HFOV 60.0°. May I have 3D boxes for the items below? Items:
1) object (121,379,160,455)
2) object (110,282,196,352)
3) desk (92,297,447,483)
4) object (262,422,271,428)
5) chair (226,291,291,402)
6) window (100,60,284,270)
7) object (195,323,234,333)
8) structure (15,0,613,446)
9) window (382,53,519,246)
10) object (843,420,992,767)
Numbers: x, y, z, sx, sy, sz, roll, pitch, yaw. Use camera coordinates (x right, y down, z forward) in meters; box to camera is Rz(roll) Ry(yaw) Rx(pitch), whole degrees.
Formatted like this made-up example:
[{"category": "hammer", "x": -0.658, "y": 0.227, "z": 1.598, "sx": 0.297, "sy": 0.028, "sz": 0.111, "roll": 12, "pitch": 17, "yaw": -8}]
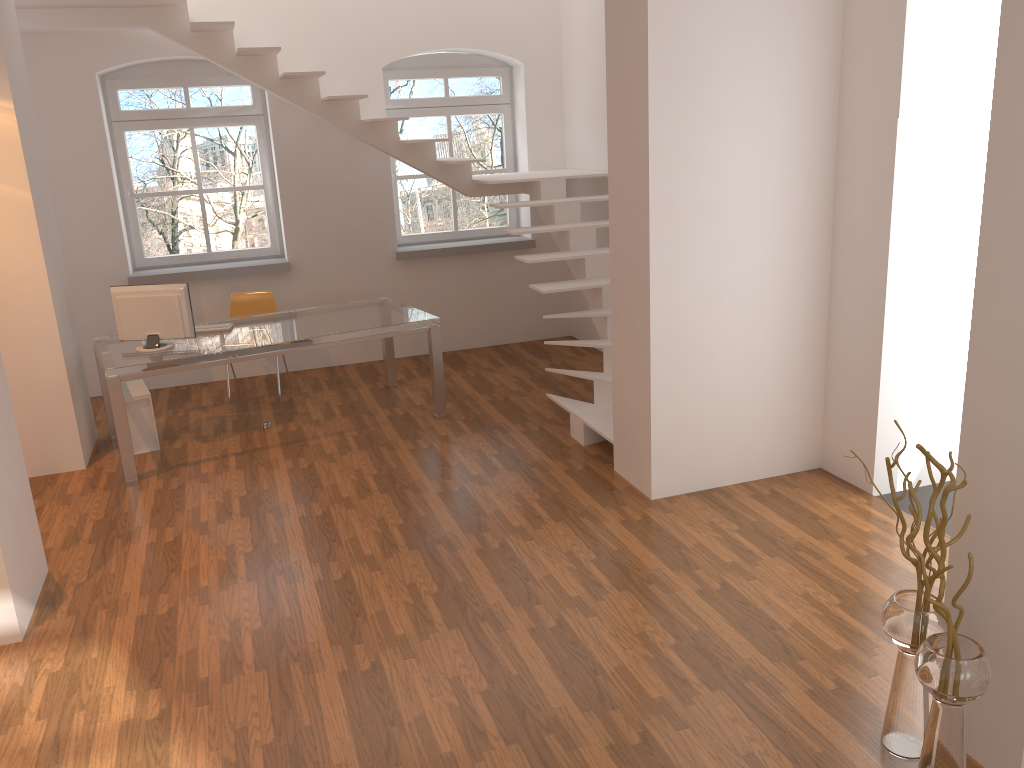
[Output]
[{"category": "object", "x": -2.676, "y": 0.233, "z": 6.316, "sx": 0.200, "sy": 0.422, "sz": 0.474, "roll": -11, "pitch": 18, "yaw": -26}, {"category": "object", "x": -2.407, "y": -0.442, "z": 5.875, "sx": 0.516, "sy": 0.418, "sz": 0.245, "roll": 0, "pitch": 17, "yaw": 12}, {"category": "desk", "x": -1.745, "y": -0.045, "z": 6.480, "sx": 2.239, "sy": 0.750, "sz": 1.092, "roll": -11, "pitch": 18, "yaw": -26}, {"category": "object", "x": -1.833, "y": 0.304, "z": 6.611, "sx": 0.054, "sy": 0.035, "sz": 0.115, "roll": -5, "pitch": 16, "yaw": -7}, {"category": "chair", "x": -2.136, "y": -0.315, "z": 7.310, "sx": 0.495, "sy": 0.829, "sz": 0.464, "roll": -4, "pitch": 16, "yaw": -2}, {"category": "window", "x": -2.759, "y": -1.910, "z": 7.749, "sx": 1.308, "sy": 1.737, "sz": 0.142, "roll": -8, "pitch": 17, "yaw": -17}, {"category": "object", "x": -2.261, "y": -0.400, "z": 6.397, "sx": 0.467, "sy": 0.031, "sz": 0.200, "roll": -5, "pitch": 16, "yaw": -7}, {"category": "structure", "x": -1.129, "y": -1.193, "z": 6.240, "sx": 4.630, "sy": 3.042, "sz": 3.450, "roll": -8, "pitch": 17, "yaw": -17}, {"category": "window", "x": -0.586, "y": -2.218, "z": 8.414, "sx": 1.308, "sy": 1.737, "sz": 0.142, "roll": -8, "pitch": 17, "yaw": -17}, {"category": "object", "x": 1.262, "y": 0.682, "z": 2.780, "sx": 0.284, "sy": 1.112, "sz": 0.655, "roll": -2, "pitch": 16, "yaw": 3}]
